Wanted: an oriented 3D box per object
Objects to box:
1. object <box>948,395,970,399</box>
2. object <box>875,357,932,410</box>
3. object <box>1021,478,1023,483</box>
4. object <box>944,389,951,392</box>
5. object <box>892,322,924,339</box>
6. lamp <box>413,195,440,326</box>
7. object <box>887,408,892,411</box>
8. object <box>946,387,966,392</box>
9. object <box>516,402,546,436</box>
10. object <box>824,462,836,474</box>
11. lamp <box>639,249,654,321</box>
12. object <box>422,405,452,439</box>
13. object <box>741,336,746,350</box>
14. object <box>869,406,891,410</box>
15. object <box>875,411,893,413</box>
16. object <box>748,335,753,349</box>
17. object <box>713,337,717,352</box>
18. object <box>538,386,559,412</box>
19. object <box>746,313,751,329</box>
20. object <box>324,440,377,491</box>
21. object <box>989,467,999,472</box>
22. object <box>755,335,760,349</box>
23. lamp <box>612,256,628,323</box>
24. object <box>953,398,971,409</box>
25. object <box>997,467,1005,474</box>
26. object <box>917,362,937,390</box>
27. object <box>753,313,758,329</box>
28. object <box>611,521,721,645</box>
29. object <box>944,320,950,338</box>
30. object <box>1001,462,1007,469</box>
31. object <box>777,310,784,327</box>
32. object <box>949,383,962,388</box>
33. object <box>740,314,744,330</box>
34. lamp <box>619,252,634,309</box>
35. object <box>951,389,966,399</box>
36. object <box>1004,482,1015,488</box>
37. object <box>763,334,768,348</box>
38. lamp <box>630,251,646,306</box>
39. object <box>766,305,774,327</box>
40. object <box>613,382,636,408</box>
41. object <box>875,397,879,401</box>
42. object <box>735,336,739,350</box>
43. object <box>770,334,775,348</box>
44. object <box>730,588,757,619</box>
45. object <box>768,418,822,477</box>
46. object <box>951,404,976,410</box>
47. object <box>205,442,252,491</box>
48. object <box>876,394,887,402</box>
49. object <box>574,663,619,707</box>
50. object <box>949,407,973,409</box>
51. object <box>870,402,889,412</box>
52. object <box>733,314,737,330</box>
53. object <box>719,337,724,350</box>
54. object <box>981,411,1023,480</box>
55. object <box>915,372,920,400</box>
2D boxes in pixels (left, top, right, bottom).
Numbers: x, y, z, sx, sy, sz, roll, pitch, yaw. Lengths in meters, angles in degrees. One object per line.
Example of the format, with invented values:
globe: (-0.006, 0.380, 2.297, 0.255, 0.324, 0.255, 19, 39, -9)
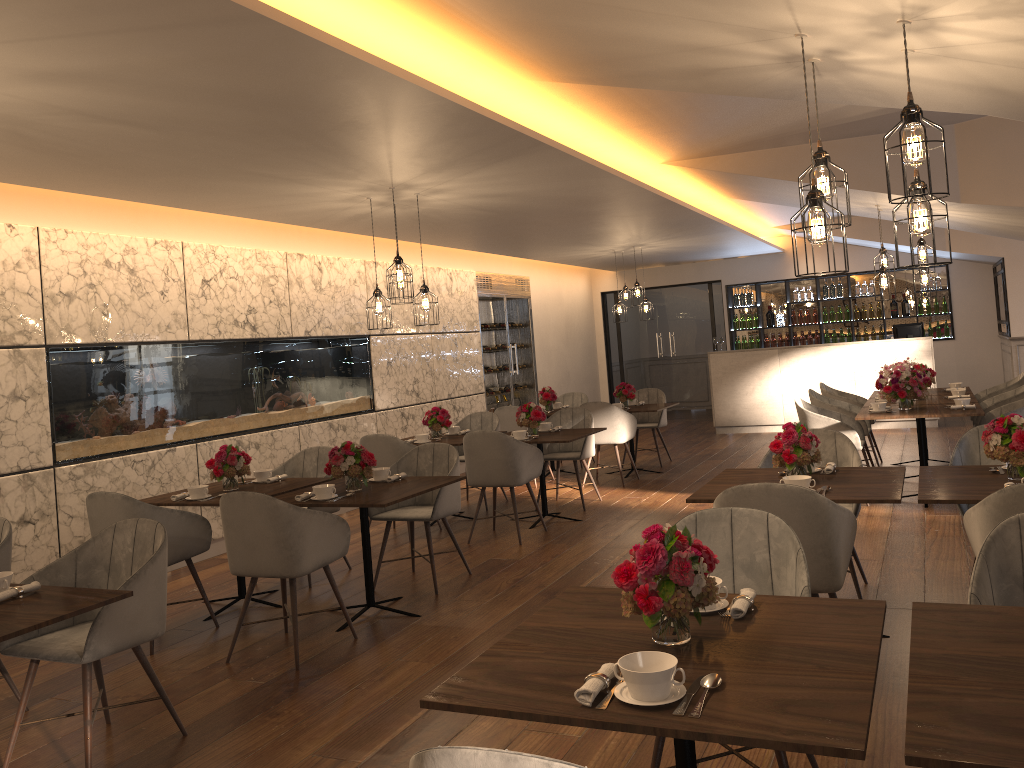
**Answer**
object: (3.900, 0.115, 7.719, 0.175, 0.039, 0.056, -3, 1, 25)
object: (3.197, -0.006, 7.242, 0.419, 0.426, 0.406, -4, 1, 13)
object: (2.121, 0.400, 3.532, 0.148, 0.072, 0.148, -5, 2, -7)
object: (4.287, 0.058, 8.565, 0.192, 0.024, 0.025, -3, 1, 25)
object: (5.397, -0.659, 12.024, 0.408, 0.329, 0.130, -4, -1, 3)
lamp: (-0.705, -1.464, 6.525, 0.174, 2.073, 0.175, -5, -1, 27)
object: (3.030, 0.207, 7.271, 0.192, 0.024, 0.025, -3, 1, 25)
object: (4.280, 0.053, 8.530, 0.175, 0.039, 0.056, -3, 1, 25)
object: (0.168, 0.285, 7.440, 0.234, 0.301, 0.304, -5, 1, -32)
object: (1.599, 0.422, 4.451, 0.056, 0.039, 0.176, -4, 2, 25)
lamp: (1.695, -1.870, 11.644, 0.174, 2.073, 0.175, -5, -1, 27)
object: (-0.677, 0.333, 7.869, 0.235, 0.301, 0.304, -5, 1, -43)
object: (3.799, -0.663, 14.529, 0.065, 0.262, 0.066, -5, -1, 4)
object: (3.036, 0.198, 7.307, 0.175, 0.039, 0.056, -3, 1, 25)
object: (2.958, 0.225, 7.093, 0.197, 0.015, 0.043, -4, 2, 21)
object: (3.899, -0.669, 14.482, 0.065, 0.262, 0.066, -5, -1, 4)
object: (2.983, -0.580, 12.980, 0.065, 0.208, 0.065, -5, -1, 16)
object: (0.419, 0.160, 10.105, 0.234, 0.301, 0.305, -4, 1, 0)
object: (3.870, -1.031, 14.489, 0.065, 0.262, 0.066, -5, -1, 4)
object: (-0.927, 0.462, 5.108, 0.305, 0.302, 0.234, -4, 0, 3)
object: (2.246, 0.396, 4.125, 0.043, 0.015, 0.197, -3, 2, 29)
object: (3.998, -0.675, 14.435, 0.065, 0.262, 0.066, -5, -1, 4)
lamp: (1.348, -1.843, 11.667, 0.174, 2.073, 0.175, -5, -1, 27)
object: (3.551, 0.154, 6.978, 0.148, 0.072, 0.148, -5, 2, -22)
object: (2.269, 0.401, 4.107, 0.022, 0.004, 0.211, -3, 2, 25)
object: (4.036, -0.072, 8.747, 0.305, 0.302, 0.234, -5, 0, -17)
object: (3.970, -1.037, 14.442, 0.065, 0.262, 0.066, -5, -1, 4)
object: (0.375, 0.475, 2.168, 0.233, 0.301, 0.306, -4, 1, 44)
object: (6.508, -0.825, 13.254, 0.065, 0.262, 0.066, -5, -1, 4)
object: (2.347, 0.360, 4.098, 0.148, 0.072, 0.148, -5, 2, -7)
object: (4.324, -1.067, 14.273, 0.108, 0.282, 0.108, -4, -1, -19)
object: (4.327, 0.029, 8.633, 0.148, 0.072, 0.148, -5, 2, -22)
object: (3.771, -1.025, 14.536, 0.065, 0.262, 0.066, -5, -1, 4)
lamp: (1.472, -2.059, 11.969, 0.174, 2.073, 0.175, -5, -1, 27)
object: (3.947, 0.090, 7.822, 0.148, 0.072, 0.148, -5, 2, -22)
object: (2.020, 0.423, 3.580, 0.056, 0.039, 0.176, -4, 2, 25)
object: (4.119, -0.682, 14.378, 0.065, 0.262, 0.066, -5, -1, 4)
lamp: (1.540, -2.040, 11.350, 0.174, 2.073, 0.175, -5, -1, 27)
object: (4.173, -1.098, 14.349, 0.104, 0.360, 0.104, -4, -1, -3)
object: (1.229, 0.113, 9.732, 0.234, 0.301, 0.305, -5, 1, -17)
object: (3.432, 0.134, 8.151, 0.175, 0.039, 0.056, -3, 1, 25)
object: (3.699, -0.657, 14.576, 0.065, 0.262, 0.066, -5, -1, 4)
object: (4.219, -0.688, 14.331, 0.065, 0.262, 0.066, -5, -1, 4)
object: (0.614, 0.581, 2.350, 0.056, 0.039, 0.176, -4, 2, 25)
object: (1.361, 0.315, 4.269, 0.233, 0.301, 0.306, -4, 1, 44)
object: (3.504, 0.179, 6.875, 0.175, 0.039, 0.056, -3, 1, 25)
object: (-1.774, 0.511, 5.539, 0.234, 0.301, 0.306, -4, 1, 27)
object: (3.382, 0.125, 8.048, 0.148, 0.072, 0.148, -5, 2, -22)
object: (0.182, 0.633, 1.880, 0.056, 0.039, 0.176, -4, 2, 25)
object: (3.510, 0.184, 6.910, 0.192, 0.024, 0.025, -3, 1, 25)
object: (2.986, 0.189, 7.204, 0.148, 0.072, 0.148, -5, 2, -22)
object: (3.671, -1.019, 14.583, 0.065, 0.262, 0.066, -5, -1, 4)
object: (3.062, -0.585, 12.947, 0.065, 0.208, 0.146, -5, 0, 17)
object: (2.213, 0.264, 3.881, 0.234, 0.301, 0.305, -4, 1, 0)
object: (3.624, -0.009, 8.038, 0.233, 0.301, 0.306, -4, 1, 44)
